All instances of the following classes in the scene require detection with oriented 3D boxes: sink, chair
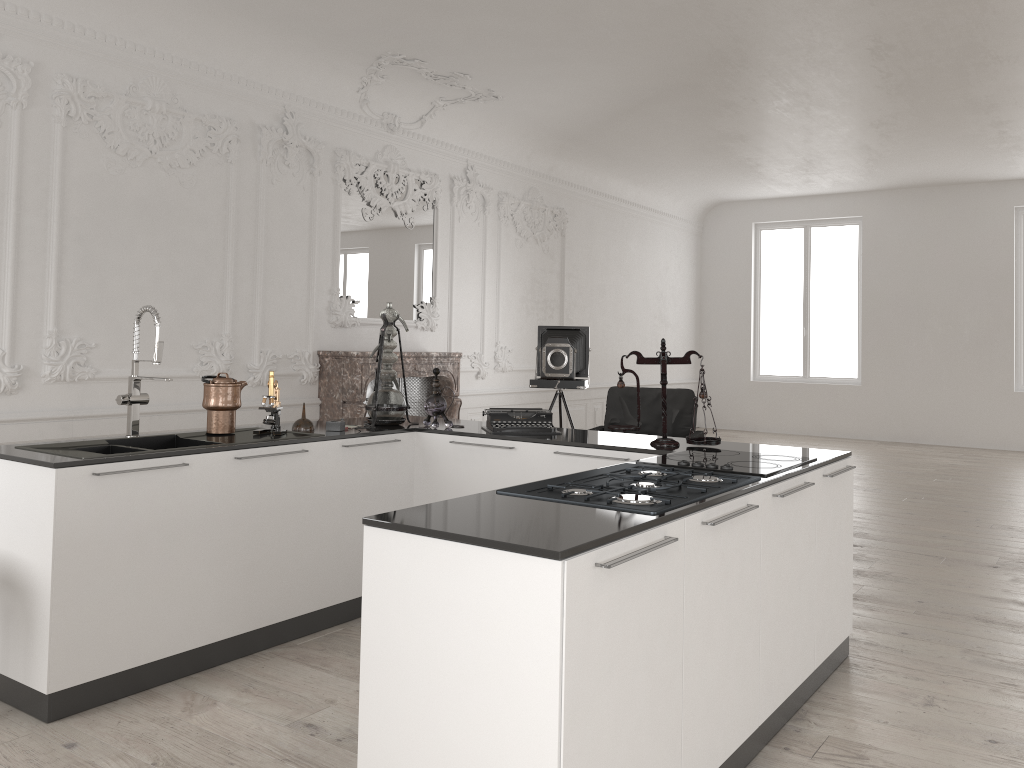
[{"bbox_3d":[-1.400,0.308,3.766,0.485,0.141,1.164,3,3,35],"label":"sink"},{"bbox_3d":[1.154,0.525,7.808,0.974,0.965,1.086,1,0,20],"label":"chair"}]

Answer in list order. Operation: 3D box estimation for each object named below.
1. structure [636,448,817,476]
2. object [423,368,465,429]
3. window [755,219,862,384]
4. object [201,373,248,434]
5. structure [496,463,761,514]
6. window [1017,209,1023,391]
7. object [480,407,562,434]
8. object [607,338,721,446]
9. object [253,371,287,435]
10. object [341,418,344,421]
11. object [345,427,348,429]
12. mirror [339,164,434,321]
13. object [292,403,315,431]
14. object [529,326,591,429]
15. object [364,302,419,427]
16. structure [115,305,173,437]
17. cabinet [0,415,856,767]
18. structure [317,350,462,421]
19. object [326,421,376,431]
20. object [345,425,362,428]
[{"bbox_3d":[0.854,0.293,3.471,0.506,0.021,0.627,3,3,35],"label":"structure"},{"bbox_3d":[-0.384,0.069,4.654,0.204,0.313,0.221,1,-1,33],"label":"object"},{"bbox_3d":[4.757,-1.324,14.246,1.726,2.586,0.070,1,-2,35],"label":"window"},{"bbox_3d":[-1.352,0.087,4.146,0.208,0.280,0.186,1,-1,-15],"label":"object"},{"bbox_3d":[0.401,0.315,2.818,0.521,0.014,0.841,3,3,35],"label":"structure"},{"bbox_3d":[7.891,-1.164,12.082,1.726,2.586,0.070,1,-2,35],"label":"window"},{"bbox_3d":[0.038,0.184,4.537,0.383,0.111,0.317,1,2,-10],"label":"object"},{"bbox_3d":[0.695,0.036,4.023,0.513,0.492,0.167,1,-2,8],"label":"object"},{"bbox_3d":[-1.125,0.085,4.164,0.132,0.292,0.169,1,-1,5],"label":"object"},{"bbox_3d":[-0.840,0.199,4.372,0.017,0.056,0.017,1,-2,15],"label":"object"},{"bbox_3d":[-0.839,0.220,4.418,0.026,0.011,0.039,2,2,15],"label":"object"},{"bbox_3d":[-1.215,-1.354,8.724,0.009,1.574,1.433,0,-1,35],"label":"mirror"},{"bbox_3d":[-1.029,0.158,4.366,0.111,0.132,0.111,1,0,40],"label":"object"},{"bbox_3d":[0.462,0.204,8.430,0.711,1.526,0.653,1,-1,10],"label":"object"},{"bbox_3d":[-0.631,-0.110,4.733,0.294,0.652,0.318,1,-1,-12],"label":"object"},{"bbox_3d":[-1.574,-0.052,3.826,0.280,0.583,0.130,0,-2,35],"label":"structure"},{"bbox_3d":[-0.285,0.715,3.613,2.708,0.883,2.459,3,2,35],"label":"cabinet"},{"bbox_3d":[-1.182,0.313,8.450,0.659,1.250,1.543,0,0,35],"label":"structure"},{"bbox_3d":[-0.785,0.202,4.468,0.124,0.045,0.375,2,3,24],"label":"object"},{"bbox_3d":[-0.839,0.218,4.535,0.093,0.004,0.140,2,3,15],"label":"object"}]
